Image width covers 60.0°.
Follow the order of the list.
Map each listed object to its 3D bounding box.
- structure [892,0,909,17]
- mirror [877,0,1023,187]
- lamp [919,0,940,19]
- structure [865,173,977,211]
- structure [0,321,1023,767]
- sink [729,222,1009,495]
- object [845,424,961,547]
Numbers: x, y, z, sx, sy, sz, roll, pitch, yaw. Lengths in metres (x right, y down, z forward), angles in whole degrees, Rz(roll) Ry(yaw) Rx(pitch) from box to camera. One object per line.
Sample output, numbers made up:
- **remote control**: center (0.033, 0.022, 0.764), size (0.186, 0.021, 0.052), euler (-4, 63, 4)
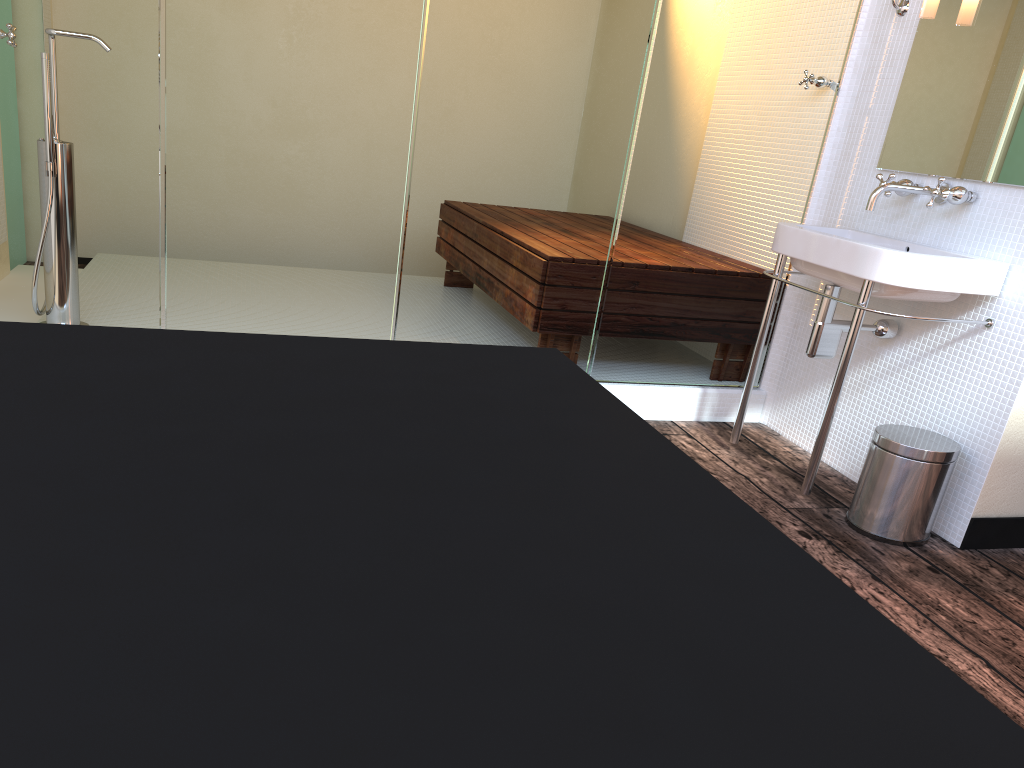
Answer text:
- **structure**: center (1.150, -1.274, 2.644), size (0.059, 0.098, 0.050), euler (2, 20, -17)
- **mirror**: center (1.292, -1.241, 2.247), size (0.011, 1.293, 0.596), euler (2, 20, -18)
- **lamp**: center (1.194, -1.300, 2.402), size (0.083, 0.370, 0.130), euler (2, 20, -17)
- **structure**: center (1.097, -0.582, 2.445), size (0.236, 0.124, 0.294), euler (2, 19, -18)
- **structure**: center (-0.284, 0.503, 0.342), size (0.801, 0.871, 0.858), euler (2, 20, -18)
- **sink**: center (0.970, -0.081, 2.633), size (0.346, 0.795, 0.672), euler (2, 20, -18)
- **object**: center (1.063, 0.304, 2.418), size (0.221, 0.310, 0.221), euler (22, 23, 34)
